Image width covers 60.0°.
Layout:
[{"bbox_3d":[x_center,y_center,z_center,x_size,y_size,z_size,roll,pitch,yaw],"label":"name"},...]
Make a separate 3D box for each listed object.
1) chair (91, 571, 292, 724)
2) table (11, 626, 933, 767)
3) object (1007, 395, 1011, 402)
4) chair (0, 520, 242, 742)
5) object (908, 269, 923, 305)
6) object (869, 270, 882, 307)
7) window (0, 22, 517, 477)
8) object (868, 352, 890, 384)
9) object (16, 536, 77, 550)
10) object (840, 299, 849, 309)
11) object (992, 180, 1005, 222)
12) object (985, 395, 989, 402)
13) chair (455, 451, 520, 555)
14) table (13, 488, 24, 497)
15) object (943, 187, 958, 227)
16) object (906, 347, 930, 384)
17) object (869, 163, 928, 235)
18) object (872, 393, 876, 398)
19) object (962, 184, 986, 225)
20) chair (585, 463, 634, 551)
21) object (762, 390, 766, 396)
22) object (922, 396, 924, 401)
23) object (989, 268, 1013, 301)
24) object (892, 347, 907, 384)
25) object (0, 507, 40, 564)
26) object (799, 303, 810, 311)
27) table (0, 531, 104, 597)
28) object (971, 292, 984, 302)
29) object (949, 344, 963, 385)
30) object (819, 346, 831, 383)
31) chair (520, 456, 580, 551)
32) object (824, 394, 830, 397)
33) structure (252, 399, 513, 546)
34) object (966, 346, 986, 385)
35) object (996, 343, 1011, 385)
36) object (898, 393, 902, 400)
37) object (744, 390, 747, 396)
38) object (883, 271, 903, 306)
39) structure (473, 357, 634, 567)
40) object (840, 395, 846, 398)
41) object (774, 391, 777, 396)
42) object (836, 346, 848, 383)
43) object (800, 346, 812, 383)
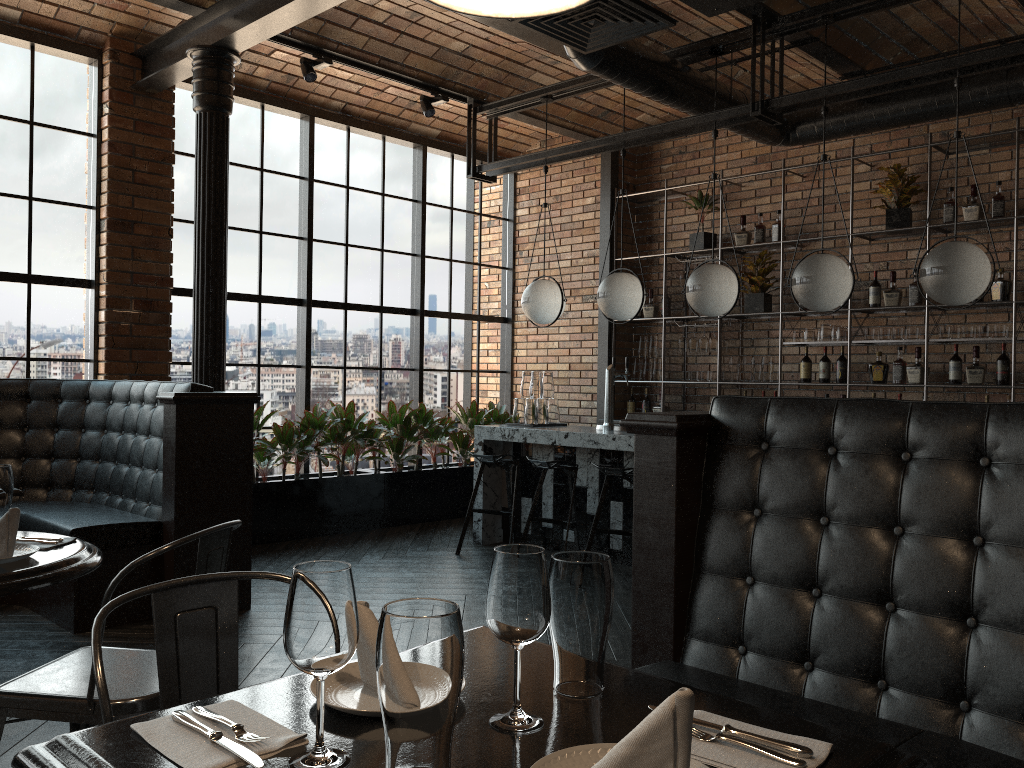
[{"bbox_3d":[-0.414,0.795,1.494,0.558,0.857,0.504,1,0,44],"label":"chair"},{"bbox_3d":[-0.053,0.852,1.185,0.872,0.758,0.872,1,0,44],"label":"table"},{"bbox_3d":[3.432,0.228,6.119,0.080,0.299,0.080,1,0,-43],"label":"object"},{"bbox_3d":[-1.024,0.784,2.316,0.558,0.857,0.504,1,0,9],"label":"chair"},{"bbox_3d":[2.989,-0.708,6.562,0.083,0.282,0.083,1,0,44],"label":"object"},{"bbox_3d":[2.777,-0.720,6.778,0.086,0.298,0.086,1,0,3],"label":"object"},{"bbox_3d":[-5.671,-0.740,3.426,0.168,3.253,16.179,1,0,44],"label":"window"},{"bbox_3d":[2.791,-0.122,6.746,0.151,0.248,0.094,1,0,33],"label":"object"},{"bbox_3d":[-1.380,0.440,2.491,0.255,0.019,0.157,1,0,5],"label":"object"},{"bbox_3d":[2.614,-0.722,6.946,0.086,0.298,0.086,1,0,3],"label":"object"},{"bbox_3d":[3.390,-1.274,6.180,0.083,0.282,0.083,1,0,29],"label":"object"},{"bbox_3d":[3.337,0.226,6.231,0.086,0.298,0.086,1,0,3],"label":"object"},{"bbox_3d":[-0.093,0.849,6.347,0.475,0.737,0.414,1,0,34],"label":"chair"},{"bbox_3d":[-2.708,0.803,3.785,0.872,0.758,0.872,1,0,44],"label":"table"},{"bbox_3d":[3.166,-1.278,6.398,0.083,0.282,0.083,1,0,44],"label":"object"},{"bbox_3d":[2.992,-0.134,6.532,0.123,0.279,0.123,1,0,-32],"label":"object"},{"bbox_3d":[2.913,-1.404,6.696,0.430,0.526,0.425,1,0,-44],"label":"object"},{"bbox_3d":[2.751,0.215,6.746,0.086,0.297,0.086,1,0,-12],"label":"object"},{"bbox_3d":[3.278,-1.273,6.291,0.123,0.279,0.123,1,0,-42],"label":"object"},{"bbox_3d":[0.721,0.864,5.556,0.475,0.737,0.414,1,0,39],"label":"chair"},{"bbox_3d":[2.112,0.202,7.445,0.086,0.298,0.086,1,0,3],"label":"object"},{"bbox_3d":[3.030,0.228,6.510,0.083,0.282,0.083,1,0,29],"label":"object"},{"bbox_3d":[3.397,-0.682,6.164,0.094,0.248,0.151,1,0,-17],"label":"object"},{"bbox_3d":[2.902,-0.138,6.639,0.083,0.282,0.083,1,0,44],"label":"object"},{"bbox_3d":[-1.342,0.386,2.274,0.232,0.139,0.232,1,0,14],"label":"object"},{"bbox_3d":[2.366,-0.719,7.167,0.083,0.282,0.083,1,0,29],"label":"object"},{"bbox_3d":[-1.549,0.825,2.317,0.866,0.758,0.866,1,0,8],"label":"table"},{"bbox_3d":[3.305,-0.710,6.298,0.086,0.298,0.086,1,0,3],"label":"object"},{"bbox_3d":[3.189,-0.141,6.371,0.086,0.298,0.086,1,0,3],"label":"object"},{"bbox_3d":[2.498,-0.154,7.075,0.086,0.298,0.086,1,0,3],"label":"object"},{"bbox_3d":[0.317,0.857,5.949,0.414,0.737,0.475,1,0,-41],"label":"chair"},{"bbox_3d":[2.494,0.218,7.030,0.083,0.282,0.083,1,0,44],"label":"object"},{"bbox_3d":[-1.192,0.663,7.499,0.757,1.072,4.107,1,0,43],"label":"structure"},{"bbox_3d":[3.275,-0.129,6.257,0.123,0.279,0.123,1,0,33],"label":"object"},{"bbox_3d":[3.409,-0.138,6.152,0.086,0.299,0.086,1,0,3],"label":"object"},{"bbox_3d":[2.904,0.217,6.643,0.086,0.298,0.086,1,0,3],"label":"object"},{"bbox_3d":[1.981,0.201,7.537,0.086,0.299,0.086,1,0,3],"label":"object"},{"bbox_3d":[2.864,-0.707,6.665,0.123,0.279,0.123,1,0,33],"label":"object"},{"bbox_3d":[2.303,0.544,5.569,5.346,1.430,1.930,1,0,44],"label":"structure"},{"bbox_3d":[2.584,0.222,6.924,0.123,0.279,0.123,1,0,-32],"label":"object"},{"bbox_3d":[2.180,0.204,7.346,0.086,0.298,0.086,1,0,3],"label":"object"},{"bbox_3d":[2.587,-0.152,6.949,0.086,0.297,0.086,1,0,3],"label":"object"},{"bbox_3d":[2.376,-0.155,7.159,0.086,0.299,0.086,1,0,3],"label":"object"}]
